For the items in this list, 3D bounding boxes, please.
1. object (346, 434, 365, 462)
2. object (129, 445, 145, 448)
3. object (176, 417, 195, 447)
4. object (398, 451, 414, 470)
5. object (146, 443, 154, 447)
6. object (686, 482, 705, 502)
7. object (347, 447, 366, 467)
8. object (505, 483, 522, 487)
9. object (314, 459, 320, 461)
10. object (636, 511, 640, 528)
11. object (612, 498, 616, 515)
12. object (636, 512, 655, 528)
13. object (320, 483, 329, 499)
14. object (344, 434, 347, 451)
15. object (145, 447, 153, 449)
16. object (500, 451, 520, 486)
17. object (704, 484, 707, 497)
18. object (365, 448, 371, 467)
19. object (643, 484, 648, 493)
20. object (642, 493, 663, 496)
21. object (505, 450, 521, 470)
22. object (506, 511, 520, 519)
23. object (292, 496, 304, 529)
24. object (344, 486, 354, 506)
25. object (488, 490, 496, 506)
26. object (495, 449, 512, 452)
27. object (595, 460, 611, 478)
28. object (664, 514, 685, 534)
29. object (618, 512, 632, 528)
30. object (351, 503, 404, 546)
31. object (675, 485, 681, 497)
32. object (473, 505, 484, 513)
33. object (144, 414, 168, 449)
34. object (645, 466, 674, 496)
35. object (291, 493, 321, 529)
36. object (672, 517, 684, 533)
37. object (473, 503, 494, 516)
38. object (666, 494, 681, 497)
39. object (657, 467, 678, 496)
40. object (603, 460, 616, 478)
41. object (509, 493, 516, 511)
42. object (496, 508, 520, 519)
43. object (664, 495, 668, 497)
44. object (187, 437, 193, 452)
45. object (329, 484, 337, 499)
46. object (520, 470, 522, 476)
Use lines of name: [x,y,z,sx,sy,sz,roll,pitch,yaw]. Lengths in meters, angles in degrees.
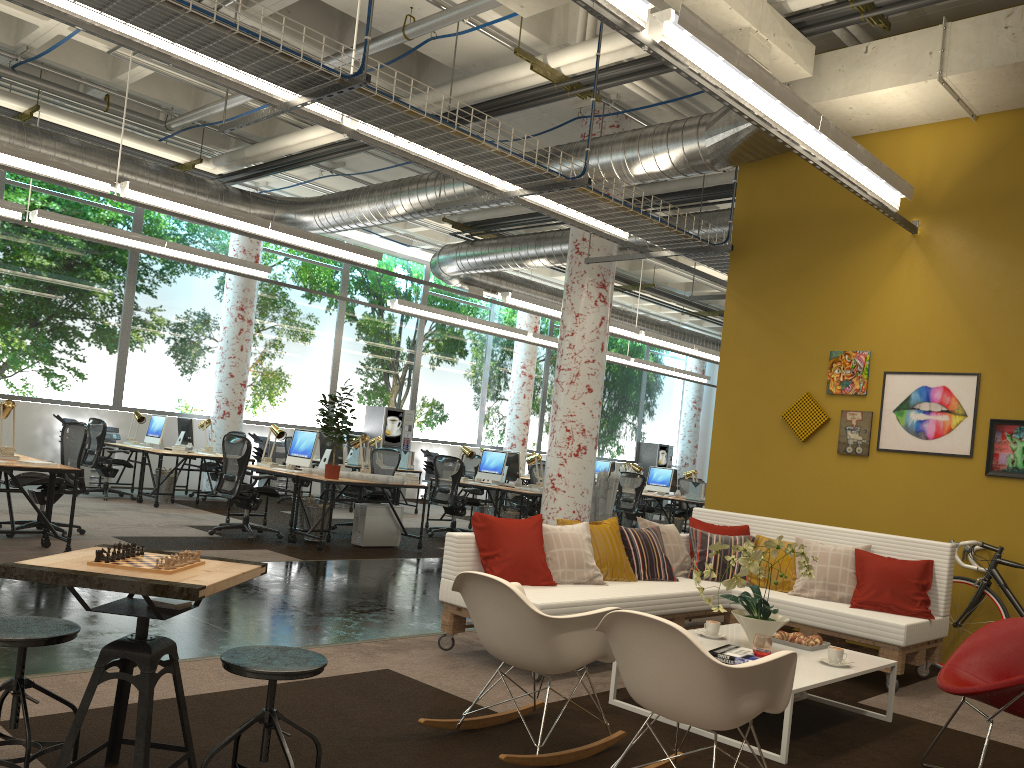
object: [-2.757,1.136,15.502,0.483,0.485,0.190,4,-3,44]
object: [-5.274,0.889,12.537,0.438,0.017,0.119,2,-6,44]
object: [-4.903,0.745,13.247,0.483,0.485,0.190,4,-3,44]
object: [-1.781,1.287,14.896,0.280,0.302,0.151,4,-3,44]
object: [-5.294,0.822,12.959,0.101,0.209,0.101,6,-2,-1]
object: [2.998,1.757,14.411,0.280,0.302,0.151,4,-3,44]
object: [-2.476,1.161,14.166,0.280,0.302,0.151,4,-3,44]
object: [0.059,1.492,13.081,0.438,0.017,0.119,2,-6,44]
object: [-3.128,1.279,14.792,0.438,0.017,0.119,2,-6,44]
object: [2.315,2.467,15.876,0.234,0.403,0.120,4,-2,45]
object: [2.278,2.763,20.001,0.234,0.403,0.120,4,-2,45]
object: [2.375,2.464,15.930,0.358,0.434,0.354,4,-3,40]
object: [-3.346,1.909,16.202,0.354,0.398,0.353,7,-3,-27]
object: [-3.182,1.428,15.139,1.076,1.207,0.191,4,-3,44]
object: [-5.042,0.890,12.305,0.059,0.029,0.106,3,-5,45]
object: [-0.087,1.232,12.943,0.483,0.485,0.190,4,-3,44]
object: [3.100,1.776,14.518,0.280,0.302,0.151,4,-3,44]
object: [-2.374,1.179,14.273,0.280,0.302,0.151,4,-3,44]
object: [2.326,1.809,15.459,0.101,0.209,0.101,6,-2,-1]
object: [2.346,1.876,15.037,0.438,0.017,0.119,2,-6,44]
object: [-0.020,1.635,18.378,0.483,0.485,0.190,4,-3,44]
object: [-0.021,1.955,12.222,0.234,0.403,0.120,4,-2,45]
object: [-2.591,1.555,10.765,0.234,0.403,0.120,4,-2,45]
object: [-2.691,1.858,14.780,0.234,0.403,0.120,4,-2,45]
object: [-0.421,2.369,18.507,0.234,0.403,0.120,4,-2,45]
object: [-0.194,1.575,17.815,0.483,0.485,0.190,4,-3,44]
object: [2.037,1.982,20.160,0.483,0.485,0.190,4,-3,44]
object: [2.727,2.432,14.972,0.358,0.434,0.354,4,-3,40]
object: [2.128,2.505,16.447,0.353,0.398,0.353,6,-2,-1]
object: [-1.514,1.595,10.029,0.220,0.454,0.543,4,-3,44]
object: [2.904,1.871,15.467,0.101,0.209,0.101,6,-2,-1]
object: [-0.489,1.967,13.072,0.234,0.403,0.120,4,-2,45]
object: [-5.078,0.686,12.684,0.483,0.485,0.190,4,-3,44]
object: [2.542,1.673,15.184,0.483,0.485,0.190,4,-3,44]
object: [-2.531,1.552,10.819,0.358,0.434,0.354,4,-3,40]
object: [2.783,2.455,15.025,0.234,0.403,0.120,4,-2,45]
object: [-0.430,1.964,13.126,0.358,0.434,0.354,4,-3,40]
object: [2.864,1.992,15.885,0.438,0.017,0.119,2,-6,44]
object: [2.717,1.733,15.747,0.483,0.485,0.190,4,-3,44]
object: [2.212,2.041,20.722,0.483,0.485,0.190,4,-3,44]
object: [0.047,2.357,17.657,0.234,0.403,0.120,4,-2,45]
object: [-0.078,1.931,12.169,0.358,0.434,0.354,4,-3,40]
object: [2.578,1.877,14.805,0.059,0.029,0.106,3,-5,45]
object: [-4.716,0.883,12.967,0.101,0.209,0.101,6,-2,-1]
object: [-3.159,1.871,15.631,0.234,0.403,0.120,4,-2,45]
object: [0.168,1.773,18.098,0.101,0.209,0.101,6,-2,-1]
